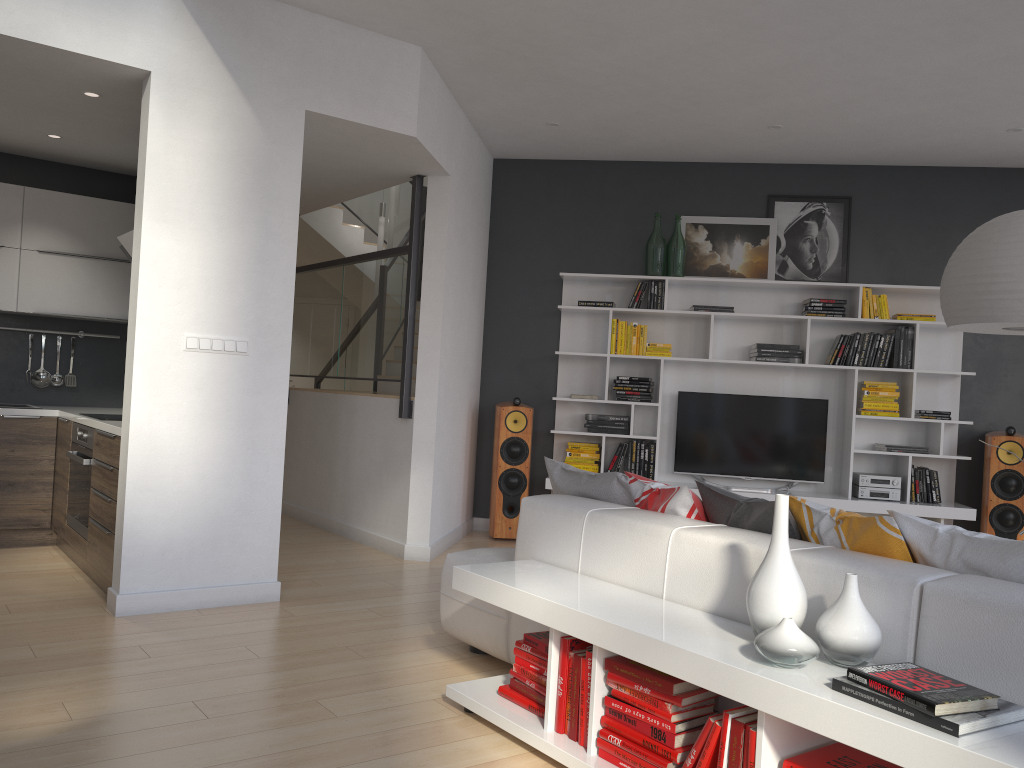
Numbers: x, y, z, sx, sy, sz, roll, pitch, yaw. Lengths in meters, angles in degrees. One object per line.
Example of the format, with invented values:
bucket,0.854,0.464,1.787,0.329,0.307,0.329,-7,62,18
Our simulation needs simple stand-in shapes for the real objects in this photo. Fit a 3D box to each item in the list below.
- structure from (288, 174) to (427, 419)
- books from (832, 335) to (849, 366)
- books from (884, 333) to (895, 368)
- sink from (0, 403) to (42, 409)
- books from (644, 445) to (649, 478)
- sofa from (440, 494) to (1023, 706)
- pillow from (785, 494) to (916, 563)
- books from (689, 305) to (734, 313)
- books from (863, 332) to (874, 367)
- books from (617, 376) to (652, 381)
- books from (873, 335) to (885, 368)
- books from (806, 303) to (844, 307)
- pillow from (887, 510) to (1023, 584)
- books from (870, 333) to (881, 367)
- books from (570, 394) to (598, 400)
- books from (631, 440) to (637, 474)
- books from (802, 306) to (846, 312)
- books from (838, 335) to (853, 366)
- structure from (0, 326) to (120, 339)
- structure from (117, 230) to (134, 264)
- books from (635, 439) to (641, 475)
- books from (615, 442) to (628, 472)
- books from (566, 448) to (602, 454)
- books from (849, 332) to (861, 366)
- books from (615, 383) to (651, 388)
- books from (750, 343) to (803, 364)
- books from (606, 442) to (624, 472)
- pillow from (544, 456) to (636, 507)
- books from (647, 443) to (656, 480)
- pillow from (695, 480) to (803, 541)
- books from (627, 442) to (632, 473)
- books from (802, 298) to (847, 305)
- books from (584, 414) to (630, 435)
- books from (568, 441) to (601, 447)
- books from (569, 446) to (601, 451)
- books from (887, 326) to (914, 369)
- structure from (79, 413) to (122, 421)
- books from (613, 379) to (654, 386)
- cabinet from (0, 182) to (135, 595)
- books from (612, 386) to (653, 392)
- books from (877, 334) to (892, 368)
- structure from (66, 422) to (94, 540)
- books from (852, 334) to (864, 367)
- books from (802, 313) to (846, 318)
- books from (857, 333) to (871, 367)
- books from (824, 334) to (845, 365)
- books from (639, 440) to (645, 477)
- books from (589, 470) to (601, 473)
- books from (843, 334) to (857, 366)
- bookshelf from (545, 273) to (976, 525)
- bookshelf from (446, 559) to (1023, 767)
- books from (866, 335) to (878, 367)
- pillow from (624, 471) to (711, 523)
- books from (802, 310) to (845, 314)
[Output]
structure,-0.714,-1.029,8.257,2.823,4.339,4.190,4,-1,-36
books,2.421,-0.244,6.565,0.096,0.234,0.187,3,0,9
books,2.747,-0.240,6.512,0.066,0.260,0.197,3,0,9
sink,-3.304,0.101,5.512,0.626,0.518,0.512,4,-1,-36
books,1.024,0.609,6.772,0.028,0.272,0.200,3,0,9
sofa,1.737,0.891,3.283,2.614,0.732,3.424,4,-1,-36
pillow,1.896,0.640,2.624,2.095,0.440,0.630,3,0,11
books,1.507,-0.555,6.718,0.310,0.047,0.250,3,0,4
books,2.606,-0.248,6.536,0.066,0.260,0.197,3,0,9
books,0.938,-0.038,6.788,0.246,0.026,0.180,3,-1,16
books,2.674,-0.236,6.510,0.071,0.243,0.179,3,0,8
books,2.325,-0.579,6.595,0.246,0.026,0.180,3,0,11
pillow,2.215,0.641,2.613,2.156,0.456,0.580,3,0,-10
books,2.650,-0.242,6.527,0.075,0.254,0.192,3,0,8
books,0.554,0.101,6.841,0.209,0.030,0.266,3,0,2
books,0.931,0.584,6.790,0.034,0.314,0.237,3,0,9
books,2.324,-0.551,6.622,0.284,0.030,0.214,3,0,12
books,2.450,-0.243,6.546,0.081,0.233,0.169,3,0,8
structure,-3.968,-0.406,5.349,3.000,0.045,0.050,4,-1,-36
structure,-1.986,-0.951,5.143,0.407,0.998,0.898,4,-1,-36
books,0.965,0.580,6.788,0.026,0.326,0.237,3,0,9
books,0.834,0.590,6.797,0.100,0.289,0.210,3,0,8
books,0.558,0.518,6.871,0.238,0.023,0.167,3,-1,24
books,2.509,-0.250,6.551,0.075,0.254,0.192,3,0,8
books,0.930,0.015,6.796,0.264,0.020,0.189,3,0,12
books,1.982,-0.222,6.660,0.343,0.137,0.277,3,0,4
books,0.785,0.591,6.823,0.142,0.284,0.232,3,0,9
pillow,1.357,0.593,3.001,2.953,0.453,0.647,3,-1,41
books,1.065,0.600,6.767,0.051,0.297,0.230,3,0,9
pillow,1.347,0.592,2.468,0.608,0.436,2.120,4,-1,-41
books,0.899,0.590,6.789,0.028,0.301,0.213,3,0,9
books,2.325,-0.606,6.607,0.266,0.030,0.209,3,0,2
books,0.734,0.309,6.842,0.343,0.137,0.277,3,0,9
books,0.563,0.469,6.891,0.234,0.024,0.171,3,0,13
books,0.567,0.494,6.866,0.234,0.024,0.171,3,0,13
books,2.848,-0.259,6.525,0.128,0.321,0.259,3,0,9
structure,-2.125,0.196,5.085,0.550,0.006,0.600,4,-1,-36
books,0.939,-0.010,6.815,0.284,0.030,0.214,3,-1,17
cabinet,-3.842,-0.311,3.992,4.694,2.501,2.402,4,-1,-36
books,0.929,0.040,6.792,0.284,0.030,0.214,3,-1,17
books,2.713,-0.237,6.516,0.084,0.249,0.191,3,0,9
structure,-2.182,0.535,5.055,0.584,0.588,0.587,4,-1,-36
books,2.535,-0.242,6.541,0.068,0.243,0.179,3,0,7
books,2.316,-0.501,6.599,0.284,0.030,0.214,3,0,12
books,2.572,-0.245,6.540,0.084,0.249,0.191,3,0,9
books,2.387,-0.247,6.565,0.104,0.234,0.182,3,0,9
books,0.994,0.588,6.783,0.034,0.315,0.239,3,0,9
books,0.541,0.677,6.854,0.269,0.025,0.213,3,0,12
books,2.482,-0.245,6.529,0.069,0.242,0.172,3,0,10
bookshelf,1.796,0.262,6.588,3.000,2.052,0.455,3,0,9
bookshelf,0.689,0.938,2.194,0.356,0.500,2.600,4,-1,-36
books,2.623,-0.237,6.504,0.069,0.242,0.172,3,0,10
pillow,1.146,0.609,2.726,0.575,0.449,2.250,4,-1,-39
books,2.317,-0.526,6.603,0.264,0.020,0.189,3,0,7
